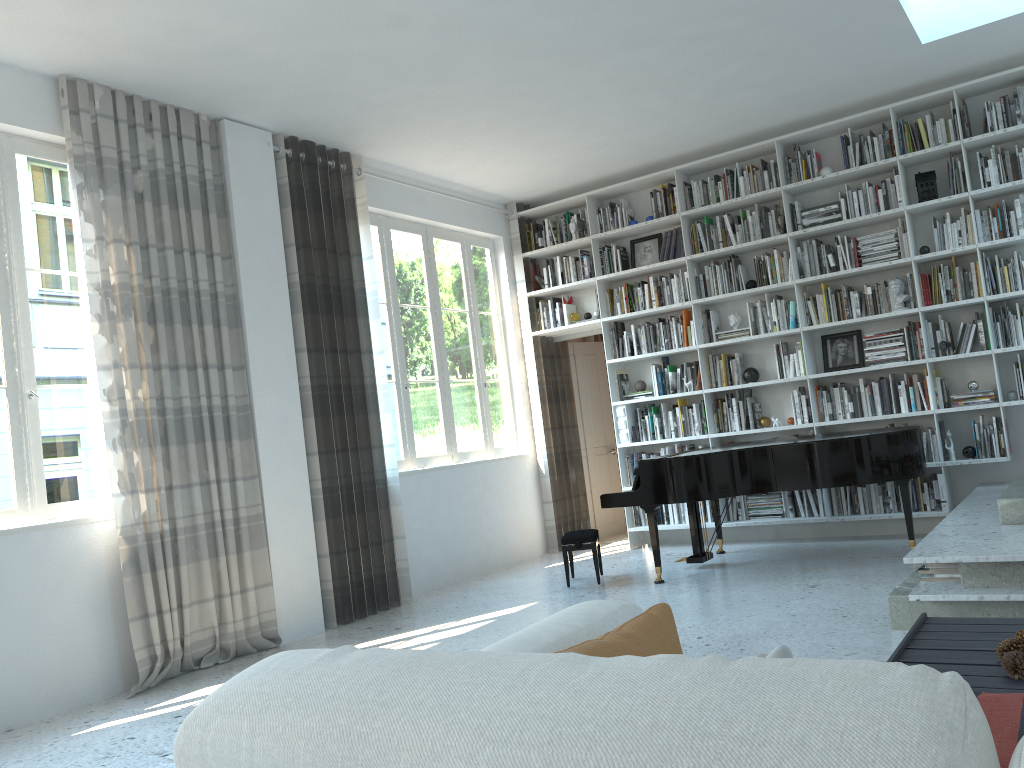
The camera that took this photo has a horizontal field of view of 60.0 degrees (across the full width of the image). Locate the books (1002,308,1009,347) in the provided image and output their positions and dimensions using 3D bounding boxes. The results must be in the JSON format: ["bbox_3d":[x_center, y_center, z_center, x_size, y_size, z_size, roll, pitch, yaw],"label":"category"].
[{"bbox_3d":[3.455,-0.388,6.197,0.006,0.281,0.155,-9,-4,33],"label":"books"}]

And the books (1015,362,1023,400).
[{"bbox_3d":[3.522,-0.021,6.144,0.023,0.262,0.186,-9,-4,33],"label":"books"}]

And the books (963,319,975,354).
[{"bbox_3d":[3.265,-0.334,6.330,0.094,0.238,0.149,-9,-4,33],"label":"books"}]

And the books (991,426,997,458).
[{"bbox_3d":[3.357,0.402,6.158,0.011,0.212,0.178,-9,-4,33],"label":"books"}]

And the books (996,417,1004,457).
[{"bbox_3d":[3.397,0.367,6.165,0.015,0.270,0.157,-9,-4,33],"label":"books"}]

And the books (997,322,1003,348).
[{"bbox_3d":[3.431,-0.337,6.222,0.015,0.188,0.168,-9,-4,33],"label":"books"}]

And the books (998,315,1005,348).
[{"bbox_3d":[3.444,-0.364,6.224,0.011,0.239,0.136,-9,-4,33],"label":"books"}]

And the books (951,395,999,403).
[{"bbox_3d":[3.276,0.106,6.266,0.285,0.012,0.159,-10,-5,36],"label":"books"}]

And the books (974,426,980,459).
[{"bbox_3d":[3.280,0.408,6.239,0.012,0.229,0.129,-9,-4,33],"label":"books"}]

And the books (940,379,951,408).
[{"bbox_3d":[3.145,0.069,6.431,0.030,0.210,0.136,-9,-4,33],"label":"books"}]

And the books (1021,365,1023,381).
[{"bbox_3d":[3.562,-0.014,6.149,0.015,0.240,0.152,-9,-4,33],"label":"books"}]

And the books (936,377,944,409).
[{"bbox_3d":[3.119,0.064,6.445,0.027,0.228,0.141,-9,-4,33],"label":"books"}]

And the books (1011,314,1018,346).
[{"bbox_3d":[3.494,-0.368,6.154,0.011,0.226,0.188,-9,-4,33],"label":"books"}]

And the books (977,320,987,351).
[{"bbox_3d":[3.330,-0.339,6.266,0.029,0.223,0.171,-9,-4,33],"label":"books"}]

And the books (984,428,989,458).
[{"bbox_3d":[3.330,0.413,6.206,0.013,0.202,0.139,-9,-4,33],"label":"books"}]

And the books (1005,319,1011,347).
[{"bbox_3d":[3.471,-0.351,6.196,0.013,0.204,0.154,-9,-4,33],"label":"books"}]

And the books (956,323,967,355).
[{"bbox_3d":[3.224,-0.317,6.357,0.088,0.220,0.138,-9,-4,33],"label":"books"}]

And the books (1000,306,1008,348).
[{"bbox_3d":[3.445,-0.393,6.206,0.018,0.295,0.177,-9,-4,33],"label":"books"}]

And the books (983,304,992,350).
[{"bbox_3d":[3.364,-0.396,6.252,0.014,0.324,0.182,-9,-4,33],"label":"books"}]

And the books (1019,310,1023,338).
[{"bbox_3d":[3.546,-0.385,6.149,0.007,0.247,0.153,-9,-4,33],"label":"books"}]

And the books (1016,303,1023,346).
[{"bbox_3d":[3.524,-0.408,6.140,0.014,0.297,0.175,-9,-4,33],"label":"books"}]

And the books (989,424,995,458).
[{"bbox_3d":[3.356,0.396,6.179,0.012,0.225,0.149,-9,-4,33],"label":"books"}]

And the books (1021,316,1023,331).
[{"bbox_3d":[3.556,-0.365,6.141,0.013,0.203,0.167,-9,-4,33],"label":"books"}]

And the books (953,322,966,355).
[{"bbox_3d":[3.206,-0.319,6.347,0.095,0.228,0.190,-9,-4,33],"label":"books"}]

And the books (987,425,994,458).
[{"bbox_3d":[3.331,0.399,6.175,0.026,0.224,0.175,-9,-4,33],"label":"books"}]

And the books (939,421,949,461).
[{"bbox_3d":[3.113,0.409,6.391,0.012,0.285,0.159,-9,-4,33],"label":"books"}]

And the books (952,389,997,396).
[{"bbox_3d":[3.268,0.058,6.265,0.254,0.012,0.161,-10,-5,42],"label":"books"}]

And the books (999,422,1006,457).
[{"bbox_3d":[3.403,0.384,6.145,0.013,0.233,0.149,-9,-4,33],"label":"books"}]

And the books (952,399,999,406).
[{"bbox_3d":[3.282,0.130,6.269,0.285,0.012,0.159,-10,-5,38],"label":"books"}]

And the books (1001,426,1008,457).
[{"bbox_3d":[3.422,0.396,6.147,0.012,0.206,0.160,-9,-4,33],"label":"books"}]

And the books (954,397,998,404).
[{"bbox_3d":[3.279,0.118,6.267,0.254,0.012,0.161,-10,-5,39],"label":"books"}]

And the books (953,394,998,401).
[{"bbox_3d":[3.277,0.094,6.270,0.254,0.012,0.161,-10,-5,38],"label":"books"}]

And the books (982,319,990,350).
[{"bbox_3d":[3.356,-0.344,6.262,0.021,0.226,0.148,-9,-4,33],"label":"books"}]

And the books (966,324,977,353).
[{"bbox_3d":[3.280,-0.317,6.319,0.091,0.205,0.169,-9,-4,33],"label":"books"}]

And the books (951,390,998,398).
[{"bbox_3d":[3.273,0.070,6.270,0.285,0.012,0.159,-10,-5,37],"label":"books"}]

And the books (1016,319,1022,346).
[{"bbox_3d":[3.521,-0.352,6.146,0.013,0.186,0.183,-9,-4,33],"label":"books"}]

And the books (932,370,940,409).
[{"bbox_3d":[3.100,0.039,6.457,0.012,0.285,0.159,-9,-4,33],"label":"books"}]

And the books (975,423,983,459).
[{"bbox_3d":[3.280,0.398,6.218,0.014,0.245,0.176,-9,-4,33],"label":"books"}]

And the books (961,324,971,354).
[{"bbox_3d":[3.255,-0.317,6.339,0.090,0.212,0.143,-9,-4,33],"label":"books"}]

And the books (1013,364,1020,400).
[{"bbox_3d":[3.519,-0.015,6.170,0.012,0.254,0.161,-9,-4,33],"label":"books"}]

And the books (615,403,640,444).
[{"bbox_3d":[1.028,0.347,7.772,0.106,0.340,0.307,-9,-4,33],"label":"books"}]

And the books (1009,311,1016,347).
[{"bbox_3d":[3.488,-0.377,6.170,0.013,0.248,0.165,-9,-4,33],"label":"books"}]

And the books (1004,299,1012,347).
[{"bbox_3d":[3.476,-0.421,6.202,0.007,0.341,0.149,-9,-4,33],"label":"books"}]

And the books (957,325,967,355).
[{"bbox_3d":[3.224,-0.313,6.341,0.089,0.210,0.175,-9,-4,33],"label":"books"}]

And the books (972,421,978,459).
[{"bbox_3d":[3.265,0.391,6.238,0.005,0.264,0.162,-9,-4,33],"label":"books"}]

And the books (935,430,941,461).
[{"bbox_3d":[3.098,0.441,6.410,0.025,0.228,0.133,-9,-4,33],"label":"books"}]

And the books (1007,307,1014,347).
[{"bbox_3d":[3.477,-0.394,6.174,0.005,0.283,0.159,-9,-4,33],"label":"books"}]

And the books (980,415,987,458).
[{"bbox_3d":[3.306,0.367,6.222,0.032,0.300,0.149,-9,-4,33],"label":"books"}]

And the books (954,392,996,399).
[{"bbox_3d":[3.269,0.082,6.262,0.254,0.012,0.161,-9,-4,33],"label":"books"}]

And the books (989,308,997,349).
[{"bbox_3d":[3.400,-0.387,6.252,0.014,0.298,0.147,-9,-4,33],"label":"books"}]

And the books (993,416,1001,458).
[{"bbox_3d":[3.370,0.363,6.157,0.021,0.285,0.172,-9,-4,33],"label":"books"}]

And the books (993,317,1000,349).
[{"bbox_3d":[3.408,-0.352,6.233,0.012,0.226,0.147,-9,-4,33],"label":"books"}]

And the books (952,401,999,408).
[{"bbox_3d":[3.281,0.142,6.264,0.285,0.012,0.159,-10,-5,36],"label":"books"}]

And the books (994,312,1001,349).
[{"bbox_3d":[3.411,-0.374,6.223,0.010,0.266,0.158,-9,-4,33],"label":"books"}]

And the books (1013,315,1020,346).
[{"bbox_3d":[3.511,-0.366,6.158,0.013,0.218,0.160,-9,-4,33],"label":"books"}]

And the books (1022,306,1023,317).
[{"bbox_3d":[3.556,-0.398,6.126,0.012,0.267,0.183,-9,-4,33],"label":"books"}]

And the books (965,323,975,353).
[{"bbox_3d":[3.275,-0.322,6.335,0.090,0.215,0.139,-9,-4,33],"label":"books"}]

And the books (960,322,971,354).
[{"bbox_3d":[3.247,-0.323,6.350,0.095,0.226,0.144,-9,-4,33],"label":"books"}]

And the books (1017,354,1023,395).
[{"bbox_3d":[3.533,-0.050,6.137,0.010,0.316,0.186,-9,-4,33],"label":"books"}]
